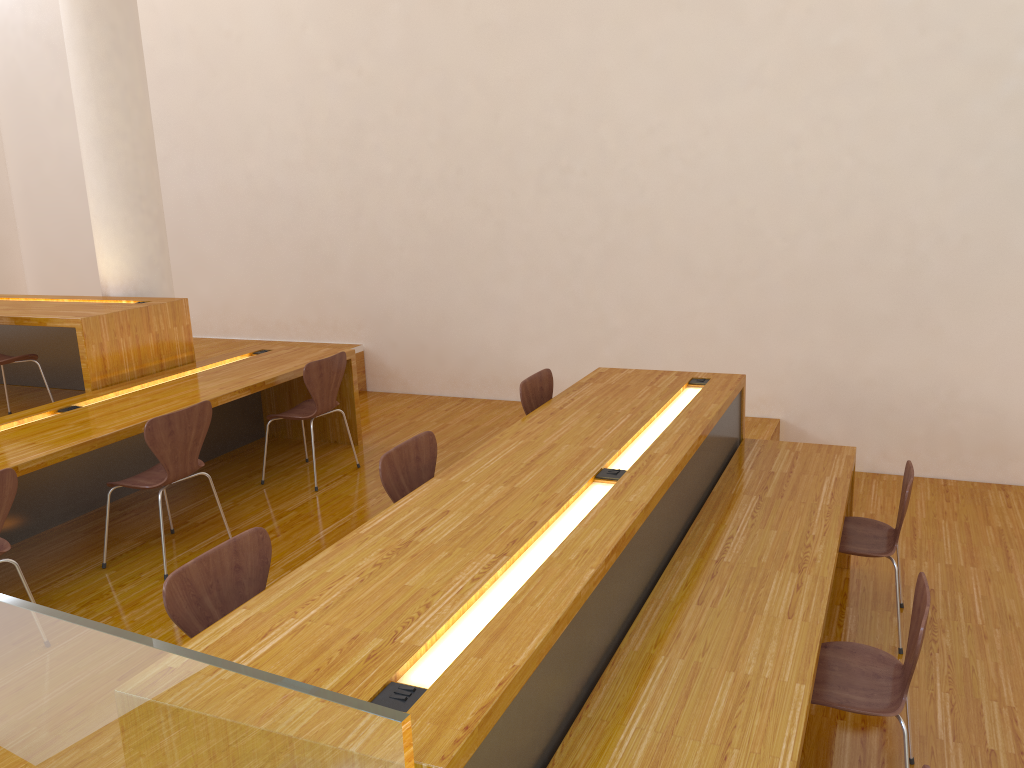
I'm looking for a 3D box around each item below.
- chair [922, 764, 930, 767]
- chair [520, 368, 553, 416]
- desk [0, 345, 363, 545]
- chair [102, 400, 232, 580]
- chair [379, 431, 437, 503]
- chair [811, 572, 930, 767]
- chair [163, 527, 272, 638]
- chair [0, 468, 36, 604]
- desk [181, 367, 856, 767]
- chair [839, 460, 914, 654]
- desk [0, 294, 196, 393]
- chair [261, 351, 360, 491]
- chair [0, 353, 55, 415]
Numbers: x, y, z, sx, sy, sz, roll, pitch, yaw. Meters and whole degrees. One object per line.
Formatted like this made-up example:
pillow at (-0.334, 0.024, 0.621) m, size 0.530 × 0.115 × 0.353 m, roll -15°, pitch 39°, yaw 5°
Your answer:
chair at (0.651, 1.151, 1.833) m, size 0.381 × 0.693 × 0.428 m, roll 3°, pitch 14°, yaw 23°
chair at (0.278, 0.305, 4.139) m, size 0.381 × 0.693 × 0.428 m, roll 3°, pitch 14°, yaw 23°
desk at (-1.938, 0.418, 4.269) m, size 0.760 × 0.606 × 3.185 m, roll 3°, pitch 14°, yaw 23°
chair at (-1.557, 0.433, 3.922) m, size 0.381 × 0.693 × 0.428 m, roll 3°, pitch 14°, yaw 23°
chair at (-0.204, 0.554, 3.159) m, size 0.381 × 0.693 × 0.428 m, roll 3°, pitch 14°, yaw 23°
chair at (1.039, 0.933, 2.696) m, size 0.381 × 0.693 × 0.428 m, roll 3°, pitch 14°, yaw 23°
chair at (-0.592, 0.772, 2.296) m, size 0.381 × 0.693 × 0.428 m, roll 3°, pitch 14°, yaw 23°
chair at (-1.945, 0.652, 3.058) m, size 0.381 × 0.693 × 0.428 m, roll 3°, pitch 14°, yaw 23°
desk at (0.418, 0.756, 3.082) m, size 1.285 × 0.918 × 3.236 m, roll 3°, pitch 14°, yaw 23°
chair at (1.451, 0.680, 3.706) m, size 0.381 × 0.693 × 0.428 m, roll 3°, pitch 14°, yaw 23°
desk at (-3.505, -0.212, 5.585) m, size 3.185 × 0.606 × 0.760 m, roll 3°, pitch 14°, yaw 23°
chair at (-1.145, 0.180, 4.931) m, size 0.381 × 0.693 × 0.428 m, roll 3°, pitch 14°, yaw 23°
chair at (-2.809, -0.103, 4.822) m, size 0.428 × 0.693 × 0.381 m, roll 3°, pitch 14°, yaw 23°
